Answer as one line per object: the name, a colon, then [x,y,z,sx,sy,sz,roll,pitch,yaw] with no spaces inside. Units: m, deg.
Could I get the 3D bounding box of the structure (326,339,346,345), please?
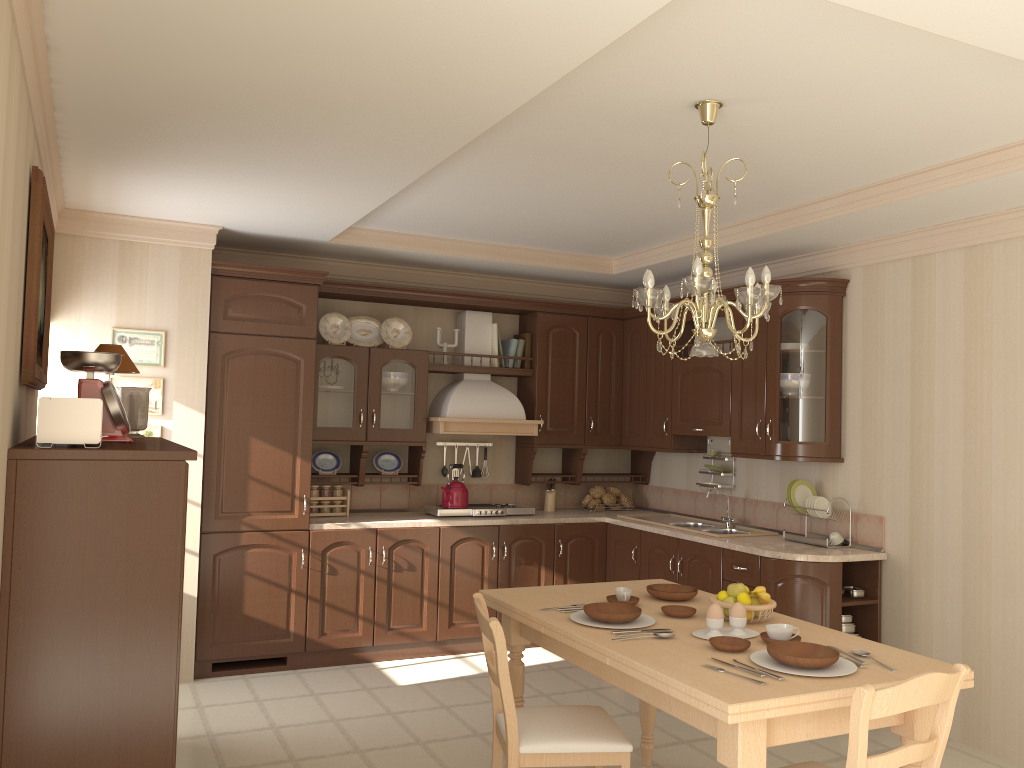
structure: [-1.124,-0.307,5.659,0.110,0.126,0.080,3,-3,-25]

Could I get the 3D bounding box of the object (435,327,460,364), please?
object: [-0.467,-0.252,6.008,0.174,0.248,0.163,0,-3,27]

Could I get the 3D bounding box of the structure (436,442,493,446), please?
structure: [-0.331,0.421,6.207,0.422,0.020,0.008,3,-3,-25]

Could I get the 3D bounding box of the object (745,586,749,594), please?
object: [0.842,0.760,3.250,0.054,0.046,0.047,1,-3,16]

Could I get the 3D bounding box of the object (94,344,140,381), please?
object: [-1.670,0.031,3.671,0.237,0.388,0.235,2,-3,-13]

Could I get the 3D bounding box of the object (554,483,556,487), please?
object: [0.298,0.771,6.405,0.022,0.159,0.050,0,-3,34]

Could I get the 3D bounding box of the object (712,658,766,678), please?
object: [0.644,0.811,2.546,0.018,0.008,0.212,3,-3,-31]

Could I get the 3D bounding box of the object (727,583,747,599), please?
object: [0.813,0.750,3.205,0.068,0.061,0.069,2,-2,-9]

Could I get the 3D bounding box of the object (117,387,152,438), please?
object: [-1.669,0.125,3.905,0.144,0.220,0.144,4,-3,-42]

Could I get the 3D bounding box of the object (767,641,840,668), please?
object: [0.852,0.800,2.601,0.204,0.042,0.204,0,-3,34]

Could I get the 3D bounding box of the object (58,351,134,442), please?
object: [-1.504,0.049,3.208,0.263,0.317,0.218,3,-3,-22]

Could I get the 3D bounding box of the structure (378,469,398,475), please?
structure: [-0.814,0.533,5.845,0.110,0.126,0.080,3,-3,-25]

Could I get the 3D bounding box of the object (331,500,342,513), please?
object: [-1.117,0.783,5.660,0.068,0.088,0.068,2,-2,-9]

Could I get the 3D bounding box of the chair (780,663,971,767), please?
chair: [0.926,1.176,2.491,0.462,0.846,0.517,3,-3,-33]

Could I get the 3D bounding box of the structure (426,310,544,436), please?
structure: [-0.214,-0.081,6.049,0.753,0.845,0.455,3,-3,-25]

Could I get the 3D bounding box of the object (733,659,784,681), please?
object: [0.697,0.812,2.528,0.022,0.008,0.218,3,-3,-23]

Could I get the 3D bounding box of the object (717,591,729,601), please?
object: [0.770,0.776,3.225,0.045,0.047,0.055,1,-2,7]

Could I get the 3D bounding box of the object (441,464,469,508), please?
object: [-0.369,0.665,5.806,0.181,0.282,0.227,2,-2,-2]

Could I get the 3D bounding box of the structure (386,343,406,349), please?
structure: [-0.763,-0.289,5.831,0.110,0.126,0.080,3,-3,-25]

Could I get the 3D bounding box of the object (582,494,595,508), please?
object: [0.558,0.857,6.484,0.092,0.109,0.123,0,-3,32]

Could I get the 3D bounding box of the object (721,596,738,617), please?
object: [0.783,0.797,3.169,0.072,0.076,0.074,0,-3,39]

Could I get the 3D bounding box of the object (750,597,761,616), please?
object: [0.855,0.801,3.186,0.076,0.065,0.077,-1,-3,41]

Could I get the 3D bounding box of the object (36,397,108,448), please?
object: [-1.389,0.121,2.815,0.192,0.150,0.360,3,-3,-25]

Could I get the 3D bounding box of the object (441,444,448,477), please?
object: [-0.464,0.528,6.130,0.048,0.231,0.015,3,-3,-24]

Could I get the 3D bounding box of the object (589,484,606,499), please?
object: [0.623,0.786,6.468,0.118,0.105,0.100,3,-3,-31]

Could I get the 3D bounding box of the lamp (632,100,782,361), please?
lamp: [0.683,-0.581,3.111,0.502,0.982,0.501,0,-3,34]

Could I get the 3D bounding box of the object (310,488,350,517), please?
object: [-1.187,0.751,5.622,0.276,0.170,0.140,3,-3,-30]

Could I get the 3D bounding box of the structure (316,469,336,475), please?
structure: [-1.185,0.514,5.670,0.110,0.126,0.080,3,-3,-25]

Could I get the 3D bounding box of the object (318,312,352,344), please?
object: [-1.127,-0.358,5.662,0.220,0.210,0.068,3,-3,-27]

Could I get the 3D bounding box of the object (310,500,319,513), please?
object: [-1.253,0.776,5.582,0.068,0.088,0.068,2,-2,-9]

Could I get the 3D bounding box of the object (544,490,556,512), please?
object: [0.276,0.835,6.364,0.078,0.148,0.151,1,-3,12]

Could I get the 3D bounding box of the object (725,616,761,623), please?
object: [0.829,0.843,3.194,0.128,0.011,0.128,1,-3,15]

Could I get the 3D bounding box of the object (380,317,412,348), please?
object: [-0.761,-0.340,5.837,0.220,0.210,0.068,3,-3,-27]

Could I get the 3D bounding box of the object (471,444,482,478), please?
object: [-0.249,0.543,6.248,0.088,0.236,0.028,3,-3,-26]

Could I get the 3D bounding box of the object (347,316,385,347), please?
object: [-0.968,-0.345,5.801,0.342,0.209,0.073,3,-3,-24]

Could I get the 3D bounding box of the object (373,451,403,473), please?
object: [-0.817,0.516,5.849,0.202,0.143,0.071,3,-3,-27]

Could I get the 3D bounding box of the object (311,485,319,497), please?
object: [-1.250,0.675,5.586,0.068,0.088,0.068,2,-2,-9]

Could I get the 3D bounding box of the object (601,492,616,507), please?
object: [0.705,0.839,6.453,0.110,0.102,0.115,1,-2,3]

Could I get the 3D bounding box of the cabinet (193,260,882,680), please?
cabinet: [-0.003,0.525,5.060,3.226,2.313,2.436,3,-3,-25]

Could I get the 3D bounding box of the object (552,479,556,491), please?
object: [0.293,0.779,6.367,0.053,0.198,0.027,4,-3,-42]

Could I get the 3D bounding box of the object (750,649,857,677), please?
object: [0.852,0.819,2.601,0.299,0.009,0.299,-1,-3,43]

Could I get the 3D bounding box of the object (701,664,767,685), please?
object: [0.618,0.810,2.475,0.028,0.004,0.218,3,-3,-35]

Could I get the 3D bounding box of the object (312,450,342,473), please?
object: [-1.188,0.498,5.674,0.202,0.143,0.071,3,-3,-27]

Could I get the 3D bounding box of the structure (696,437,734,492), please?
structure: [1.338,0.535,5.842,0.131,0.361,0.256,3,-3,-25]

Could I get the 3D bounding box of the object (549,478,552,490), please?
object: [0.269,0.774,6.391,0.027,0.191,0.052,1,-3,20]

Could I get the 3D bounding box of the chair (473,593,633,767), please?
chair: [0.115,1.177,3.060,0.517,0.846,0.462,2,-2,-9]

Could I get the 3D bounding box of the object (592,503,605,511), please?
object: [0.626,0.895,6.462,0.119,0.058,0.114,0,-3,29]

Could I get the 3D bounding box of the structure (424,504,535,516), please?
structure: [-0.201,0.840,5.932,0.710,0.054,0.325,3,-3,-25]

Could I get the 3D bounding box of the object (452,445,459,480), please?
object: [-0.390,0.544,6.168,0.051,0.245,0.003,3,-3,-25]

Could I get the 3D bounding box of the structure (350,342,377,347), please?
structure: [-0.968,-0.297,5.794,0.154,0.126,0.080,3,-3,-25]

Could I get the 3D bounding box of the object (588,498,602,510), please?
object: [0.599,0.873,6.426,0.104,0.092,0.114,1,-3,21]

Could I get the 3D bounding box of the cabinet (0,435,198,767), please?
cabinet: [-1.518,0.887,3.258,0.538,1.349,1.513,3,-3,-25]

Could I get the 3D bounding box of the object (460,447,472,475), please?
object: [-0.321,0.541,6.200,0.089,0.195,0.005,3,-3,-25]

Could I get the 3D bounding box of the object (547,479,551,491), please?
object: [0.257,0.783,6.363,0.053,0.198,0.027,4,-3,-42]

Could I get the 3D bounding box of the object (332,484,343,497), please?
object: [-1.115,0.683,5.664,0.068,0.088,0.068,2,-2,-9]

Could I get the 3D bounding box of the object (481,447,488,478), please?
object: [-0.189,0.556,6.262,0.049,0.219,0.049,-1,-3,42]

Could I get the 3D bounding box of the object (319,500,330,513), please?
object: [-1.185,0.779,5.621,0.068,0.088,0.068,2,-2,-9]

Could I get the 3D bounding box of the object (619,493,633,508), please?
object: [0.835,0.858,6.514,0.097,0.106,0.117,1,-3,20]

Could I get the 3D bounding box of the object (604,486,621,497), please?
object: [0.742,0.795,6.543,0.112,0.078,0.125,3,-3,-31]

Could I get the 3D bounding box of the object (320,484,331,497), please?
object: [-1.182,0.679,5.625,0.068,0.088,0.068,2,-2,-9]
